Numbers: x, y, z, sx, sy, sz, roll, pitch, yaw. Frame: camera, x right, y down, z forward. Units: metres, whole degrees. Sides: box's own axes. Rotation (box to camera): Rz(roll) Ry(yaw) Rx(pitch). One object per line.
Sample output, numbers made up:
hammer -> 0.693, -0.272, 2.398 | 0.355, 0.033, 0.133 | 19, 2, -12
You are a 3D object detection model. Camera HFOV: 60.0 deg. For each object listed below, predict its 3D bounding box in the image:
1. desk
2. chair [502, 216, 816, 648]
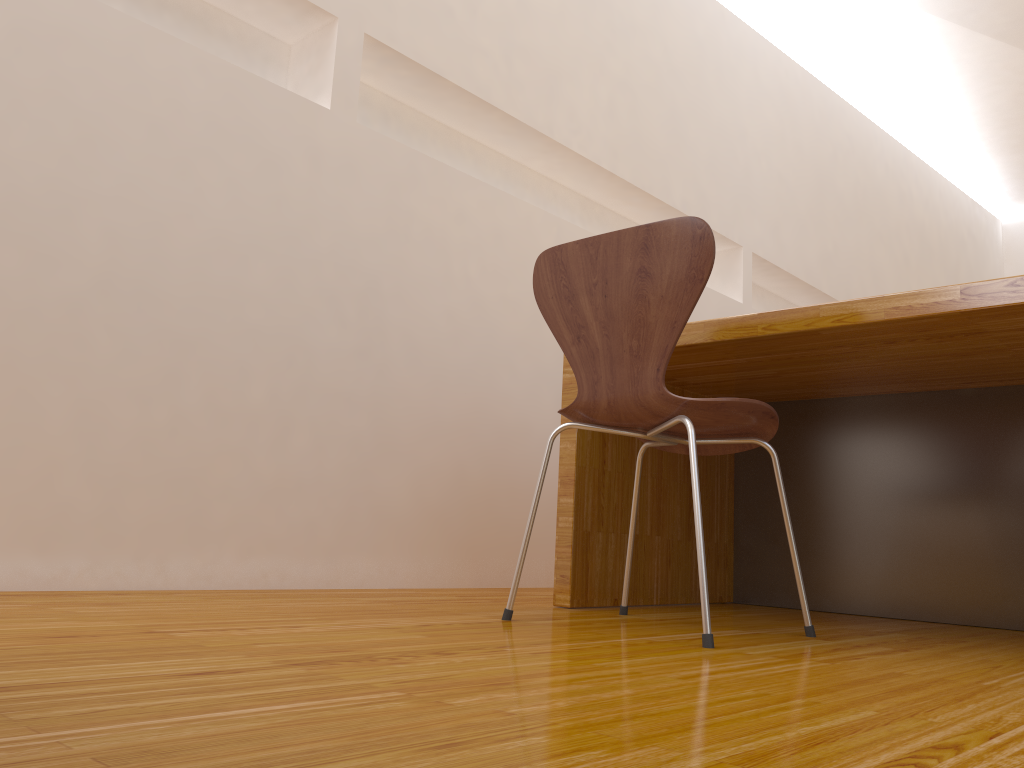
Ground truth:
desk -> 1.769, 0.285, 1.510 | 3.243, 0.785, 1.527 | -6, -13, 42
chair -> 0.280, 0.101, 1.648 | 0.428, 0.693, 0.381 | -6, -13, 42
